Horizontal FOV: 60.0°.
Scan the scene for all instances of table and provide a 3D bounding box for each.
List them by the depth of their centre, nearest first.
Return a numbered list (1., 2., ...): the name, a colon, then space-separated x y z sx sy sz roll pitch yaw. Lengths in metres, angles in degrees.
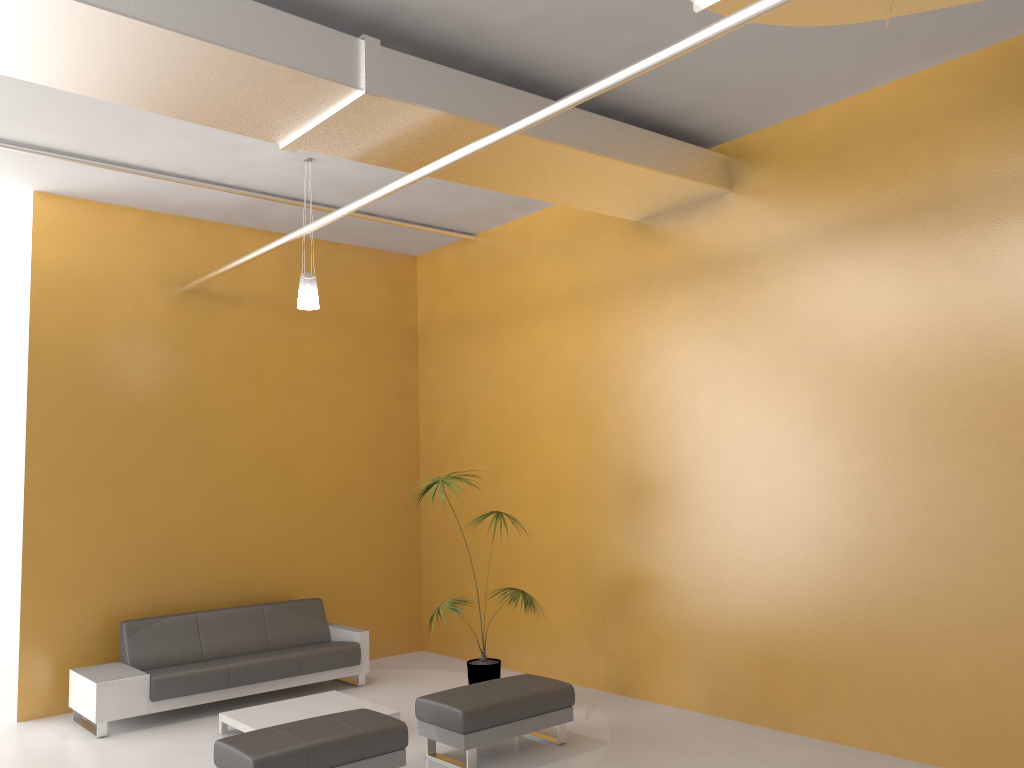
1. table: -1.548 2.580 6.757 1.000 0.150 1.000 4 -8 -40

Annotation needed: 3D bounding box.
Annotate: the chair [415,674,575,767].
1. chair: -0.106 2.345 6.212 1.012 0.423 0.575 4 -8 -40

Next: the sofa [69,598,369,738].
1. sofa: -2.492 2.410 7.803 2.400 0.761 0.860 4 -8 -40

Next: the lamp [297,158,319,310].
1. lamp: -1.639 -1.214 7.124 0.174 1.227 0.174 -2 -6 1

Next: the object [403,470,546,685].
1. object: -0.309 1.701 7.351 1.222 1.956 0.912 -2 -6 0

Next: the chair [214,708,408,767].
1. chair: -1.192 2.279 5.319 1.012 0.423 0.575 4 -8 -40
